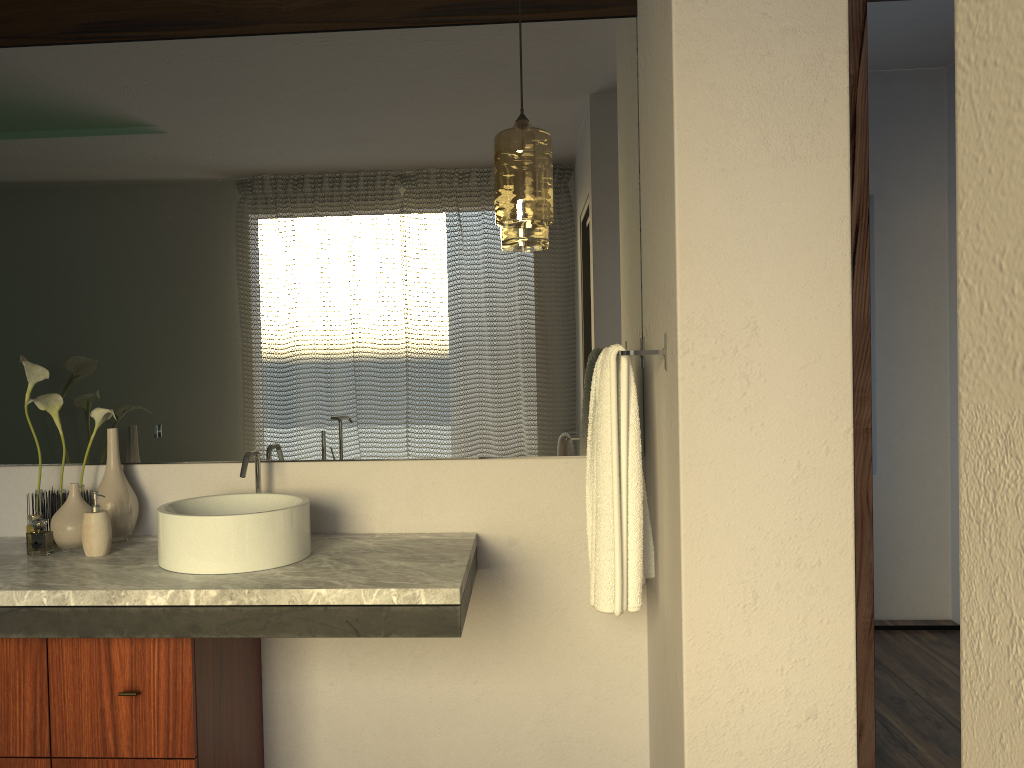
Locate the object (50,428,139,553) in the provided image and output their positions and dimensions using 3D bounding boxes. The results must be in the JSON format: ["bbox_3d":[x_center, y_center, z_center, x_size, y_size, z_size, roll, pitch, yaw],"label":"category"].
[{"bbox_3d":[-1.094,0.273,2.322,0.123,0.305,0.235,0,2,28],"label":"object"}]

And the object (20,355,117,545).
[{"bbox_3d":[-1.174,0.174,2.356,0.240,0.504,0.191,-2,1,-19],"label":"object"}]

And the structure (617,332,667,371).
[{"bbox_3d":[0.295,-0.074,2.120,0.102,0.088,0.368,-1,1,1],"label":"structure"}]

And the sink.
[{"bbox_3d":[-0.669,0.354,2.142,0.352,0.131,0.363,-2,2,-20],"label":"sink"}]

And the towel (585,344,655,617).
[{"bbox_3d":[0.240,0.226,2.122,0.164,0.636,0.253,-1,1,20],"label":"towel"}]

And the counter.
[{"bbox_3d":[-1.230,0.482,2.170,2.266,0.101,0.585,-1,1,4],"label":"counter"}]

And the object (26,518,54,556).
[{"bbox_3d":[-1.183,0.382,2.218,0.058,0.090,0.038,-1,1,13],"label":"object"}]

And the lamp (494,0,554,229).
[{"bbox_3d":[0.020,-0.813,2.095,0.142,0.867,0.135,0,2,45],"label":"lamp"}]

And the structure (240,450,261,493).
[{"bbox_3d":[-0.696,0.295,2.307,0.066,0.242,0.164,-1,1,5],"label":"structure"}]

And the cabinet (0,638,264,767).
[{"bbox_3d":[-1.022,0.823,2.202,0.661,0.599,0.511,-1,1,3],"label":"cabinet"}]

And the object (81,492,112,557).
[{"bbox_3d":[-1.035,0.347,2.206,0.070,0.158,0.071,-2,1,-15],"label":"object"}]

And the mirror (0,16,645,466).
[{"bbox_3d":[-1.702,-0.341,2.467,4.092,1.152,0.017,-1,1,4],"label":"mirror"}]

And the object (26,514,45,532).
[{"bbox_3d":[-1.226,0.383,2.280,0.038,0.092,0.067,-2,2,-38],"label":"object"}]
